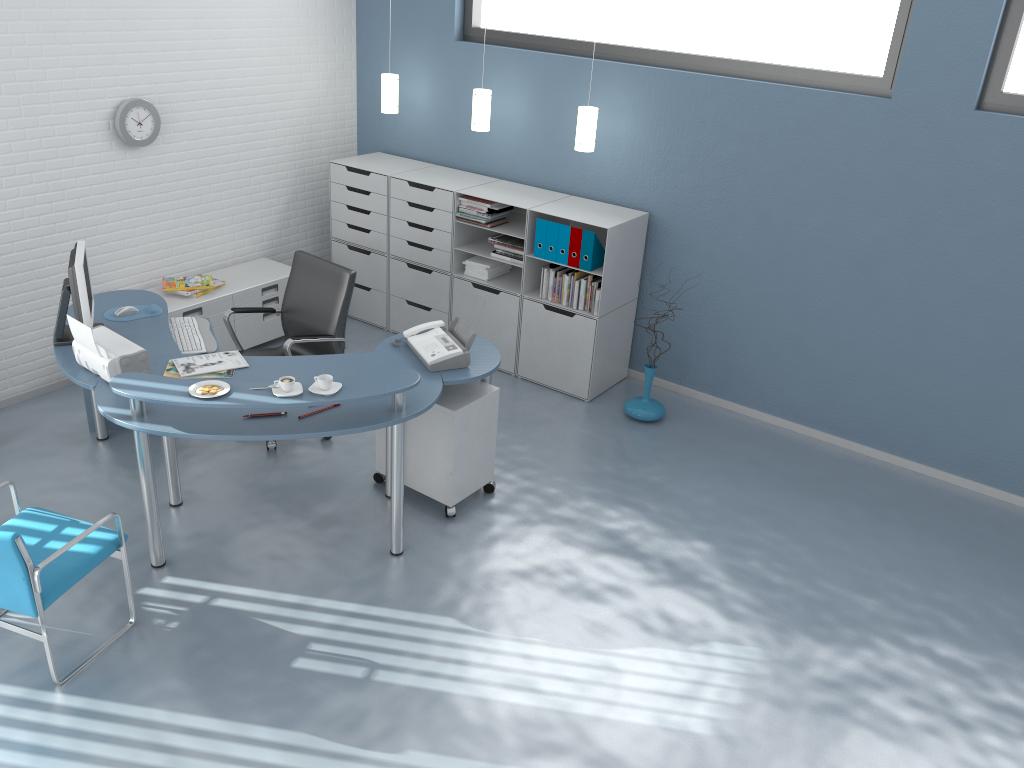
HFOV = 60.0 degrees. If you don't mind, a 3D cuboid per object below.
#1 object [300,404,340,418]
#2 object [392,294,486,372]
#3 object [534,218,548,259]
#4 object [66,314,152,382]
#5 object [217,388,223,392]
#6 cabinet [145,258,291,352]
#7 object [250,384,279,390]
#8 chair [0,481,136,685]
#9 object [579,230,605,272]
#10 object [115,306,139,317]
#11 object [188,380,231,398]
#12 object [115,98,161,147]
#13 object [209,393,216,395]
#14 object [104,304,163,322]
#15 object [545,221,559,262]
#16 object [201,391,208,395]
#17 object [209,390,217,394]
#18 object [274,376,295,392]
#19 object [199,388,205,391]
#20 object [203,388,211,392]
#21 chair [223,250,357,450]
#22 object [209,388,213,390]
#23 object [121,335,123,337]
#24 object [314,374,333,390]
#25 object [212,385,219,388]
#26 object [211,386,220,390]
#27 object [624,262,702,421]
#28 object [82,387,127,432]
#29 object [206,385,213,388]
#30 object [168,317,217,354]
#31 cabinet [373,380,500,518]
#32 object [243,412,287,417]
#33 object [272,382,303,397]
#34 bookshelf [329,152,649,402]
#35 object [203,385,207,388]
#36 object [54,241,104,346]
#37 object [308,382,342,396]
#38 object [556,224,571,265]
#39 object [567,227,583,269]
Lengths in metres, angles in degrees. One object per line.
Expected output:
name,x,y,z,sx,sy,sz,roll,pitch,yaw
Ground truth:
object,-0.809,0.110,3.745,0.011,0.010,0.200,26,33,38
object,-0.343,-0.281,4.319,0.399,0.280,0.405,-8,28,-24
object,0.230,-0.932,5.585,0.082,0.247,0.181,20,30,30
object,-1.784,-0.173,3.882,0.392,0.273,0.197,23,31,34
object,-1.171,0.024,3.541,0.025,0.005,0.027,14,27,20
cabinet,-1.981,-0.437,5.919,0.447,0.484,1.259,20,30,29
object,-1.001,0.012,3.581,0.119,0.021,0.025,0,26,-9
chair,-1.826,0.680,3.354,0.542,0.707,0.543,12,27,16
object,0.503,-0.833,5.420,0.082,0.247,0.181,20,30,30
object,-1.976,-0.377,4.548,0.115,0.035,0.054,-20,35,-41
object,-1.205,0.024,3.533,0.162,0.011,0.162,-2,26,-13
object,-2.229,-1.558,5.289,0.041,0.277,0.279,20,30,30
object,-1.187,0.035,3.515,0.025,0.005,0.027,6,26,5
object,-1.959,-0.381,4.578,0.285,0.026,0.213,-18,33,-39
object,0.298,-0.907,5.544,0.082,0.247,0.181,20,30,30
object,-1.217,0.034,3.512,0.027,0.005,0.025,-5,27,-18
object,-1.185,0.030,3.516,0.025,0.005,0.027,10,26,12
object,-0.911,0.002,3.570,0.078,0.049,0.062,15,28,21
object,-1.234,0.022,3.535,0.027,0.005,0.025,-3,26,-14
object,-1.213,0.023,3.526,0.027,0.005,0.025,23,31,34
chair,-1.269,-0.174,4.939,0.584,0.948,0.652,23,31,34
object,-1.201,0.022,3.541,0.027,0.005,0.025,12,27,17
object,-1.844,-0.200,4.230,0.013,0.013,0.178,-15,32,-35
object,-0.764,-0.007,3.610,0.062,0.049,0.078,-13,30,-32
object,-1.192,0.011,3.564,0.027,0.005,0.025,4,26,0
object,-1.184,0.017,3.544,0.027,0.005,0.025,15,28,22
object,0.894,-0.225,5.348,0.357,0.972,0.312,8,26,8
object,-2.155,0.017,5.016,0.471,0.422,0.199,-6,27,-20
object,-1.212,0.009,3.555,0.025,0.005,0.027,-1,26,-10
object,-1.661,-0.250,4.503,0.276,0.028,0.478,-8,28,-23
cabinet,-0.388,0.268,4.550,0.559,0.605,0.383,21,30,31
object,-1.022,0.127,3.672,0.178,0.013,0.013,-4,27,-17
object,-0.905,0.025,3.578,0.119,0.016,0.119,-4,27,-17
bookshelf,-0.259,-0.823,6.209,2.294,1.141,0.521,20,30,30
object,-1.226,0.011,3.560,0.027,0.005,0.025,5,26,1
object,-2.070,-0.420,4.186,0.212,0.417,0.365,-6,28,-21
object,-0.761,0.018,3.615,0.119,0.016,0.119,9,26,11
object,0.366,-0.882,5.502,0.082,0.247,0.181,20,30,30
object,0.434,-0.858,5.461,0.082,0.247,0.181,20,30,30
